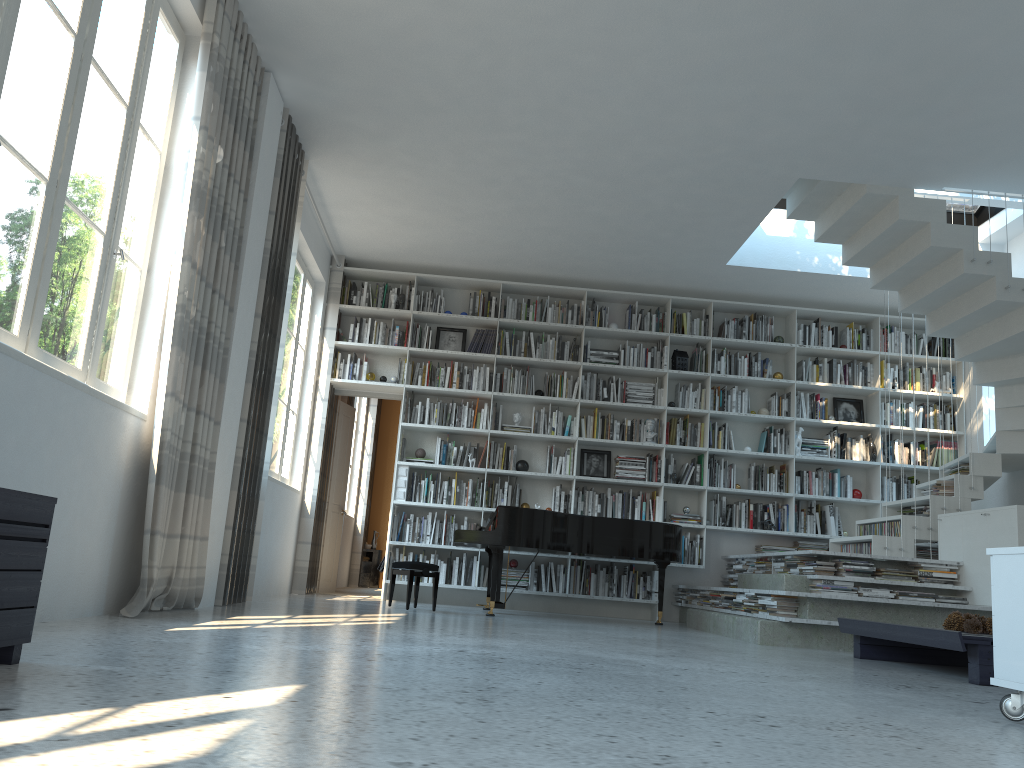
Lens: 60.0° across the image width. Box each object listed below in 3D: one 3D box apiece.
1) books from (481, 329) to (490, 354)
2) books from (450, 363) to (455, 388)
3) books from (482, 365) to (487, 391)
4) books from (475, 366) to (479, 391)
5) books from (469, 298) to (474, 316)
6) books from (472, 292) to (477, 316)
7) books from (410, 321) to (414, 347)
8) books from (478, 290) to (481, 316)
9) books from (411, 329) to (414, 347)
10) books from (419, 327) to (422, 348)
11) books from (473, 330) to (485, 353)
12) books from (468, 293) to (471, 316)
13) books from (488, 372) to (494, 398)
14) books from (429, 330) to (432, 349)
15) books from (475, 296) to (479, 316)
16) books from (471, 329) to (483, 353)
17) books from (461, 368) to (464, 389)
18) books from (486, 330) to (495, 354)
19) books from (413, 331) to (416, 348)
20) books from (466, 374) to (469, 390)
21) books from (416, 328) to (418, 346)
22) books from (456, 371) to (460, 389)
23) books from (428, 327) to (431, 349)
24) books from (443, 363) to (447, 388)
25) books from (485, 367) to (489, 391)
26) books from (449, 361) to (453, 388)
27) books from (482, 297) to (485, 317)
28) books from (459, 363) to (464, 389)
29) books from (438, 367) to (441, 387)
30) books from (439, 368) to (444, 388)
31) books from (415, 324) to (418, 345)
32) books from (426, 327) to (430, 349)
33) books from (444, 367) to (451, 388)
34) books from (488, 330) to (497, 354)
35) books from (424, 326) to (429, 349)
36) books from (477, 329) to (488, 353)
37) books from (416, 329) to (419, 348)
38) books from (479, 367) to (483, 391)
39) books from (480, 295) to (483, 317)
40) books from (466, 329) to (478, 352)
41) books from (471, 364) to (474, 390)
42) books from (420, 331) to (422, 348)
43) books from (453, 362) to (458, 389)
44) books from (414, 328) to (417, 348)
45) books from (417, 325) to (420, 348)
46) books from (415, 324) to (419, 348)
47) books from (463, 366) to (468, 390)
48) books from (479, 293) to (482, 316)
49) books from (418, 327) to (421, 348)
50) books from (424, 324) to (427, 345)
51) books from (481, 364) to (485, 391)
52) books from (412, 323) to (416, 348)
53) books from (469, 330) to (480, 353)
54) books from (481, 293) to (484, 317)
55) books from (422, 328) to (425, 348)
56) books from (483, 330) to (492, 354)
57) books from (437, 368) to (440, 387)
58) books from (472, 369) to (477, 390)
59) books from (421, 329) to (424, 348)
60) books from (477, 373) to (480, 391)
[{"bbox_3d":[-0.268,-0.384,8.784,0.078,0.285,0.174,5,-12,-2],"label":"books"},{"bbox_3d":[-0.582,-0.049,8.673,0.023,0.270,0.187,5,-12,-2],"label":"books"},{"bbox_3d":[-0.271,-0.030,8.693,0.022,0.288,0.169,5,-12,-2],"label":"books"},{"bbox_3d":[-0.343,-0.024,8.683,0.022,0.262,0.175,5,-12,-2],"label":"books"},{"bbox_3d":[-0.406,-0.725,8.832,0.028,0.218,0.153,5,-12,-2],"label":"books"},{"bbox_3d":[-0.377,-0.754,8.834,0.024,0.279,0.188,5,-12,-2],"label":"books"},{"bbox_3d":[-0.982,-0.453,8.734,0.005,0.292,0.184,5,-12,-2],"label":"books"},{"bbox_3d":[-0.330,-0.765,8.864,0.014,0.320,0.137,5,-12,-2],"label":"books"},{"bbox_3d":[-0.980,-0.416,8.761,0.006,0.232,0.136,5,-12,-2],"label":"books"},{"bbox_3d":[-0.902,-0.425,8.724,0.004,0.245,0.189,5,-12,-2],"label":"books"},{"bbox_3d":[-0.331,-0.384,8.781,0.110,0.279,0.174,5,-12,-2],"label":"books"},{"bbox_3d":[-0.424,-0.753,8.849,0.013,0.277,0.151,5,-12,-2],"label":"books"},{"bbox_3d":[-0.207,0.012,8.659,0.039,0.202,0.236,5,-12,-2],"label":"books"},{"bbox_3d":[-0.803,-0.400,8.729,0.012,0.213,0.186,5,-12,-2],"label":"books"},{"bbox_3d":[-0.352,-0.737,8.831,0.028,0.248,0.156,5,-12,-2],"label":"books"},{"bbox_3d":[-0.353,-0.389,8.762,0.110,0.279,0.174,5,-12,-2],"label":"books"},{"bbox_3d":[-0.482,-0.020,8.680,0.013,0.232,0.172,5,-12,-2],"label":"books"},{"bbox_3d":[-0.223,-0.380,8.786,0.078,0.285,0.174,5,-12,-2],"label":"books"},{"bbox_3d":[-0.961,-0.405,8.740,0.015,0.206,0.172,5,-12,-2],"label":"books"},{"bbox_3d":[-0.439,0.009,8.689,0.022,0.185,0.137,5,-12,-2],"label":"books"},{"bbox_3d":[-0.932,-0.417,8.730,0.009,0.228,0.185,5,-12,-2],"label":"books"},{"bbox_3d":[-0.528,-0.009,8.659,0.029,0.195,0.192,5,-12,-2],"label":"books"},{"bbox_3d":[-0.814,-0.419,8.740,0.012,0.254,0.167,5,-12,-2],"label":"books"},{"bbox_3d":[-0.661,-0.054,8.681,0.014,0.272,0.181,5,-12,-2],"label":"books"},{"bbox_3d":[-0.243,-0.016,8.689,0.035,0.263,0.178,5,-12,-2],"label":"books"},{"bbox_3d":[-0.600,-0.063,8.694,0.014,0.303,0.152,5,-12,-2],"label":"books"},{"bbox_3d":[-0.286,-0.728,8.862,0.013,0.254,0.129,5,-12,-2],"label":"books"},{"bbox_3d":[-0.499,-0.045,8.695,0.025,0.285,0.161,5,-12,-2],"label":"books"},{"bbox_3d":[-0.706,-0.036,8.677,0.011,0.228,0.170,5,-12,-2],"label":"books"},{"bbox_3d":[-0.685,-0.030,8.670,0.031,0.216,0.173,5,-12,-2],"label":"books"},{"bbox_3d":[-0.943,-0.440,8.747,0.005,0.277,0.147,5,-12,-2],"label":"books"},{"bbox_3d":[-0.826,-0.418,8.741,0.011,0.249,0.168,5,-12,-2],"label":"books"},{"bbox_3d":[-0.632,-0.034,8.683,0.047,0.237,0.163,5,-12,-2],"label":"books"},{"bbox_3d":[-0.199,-0.381,8.773,0.078,0.285,0.174,5,-12,-2],"label":"books"},{"bbox_3d":[-0.842,-0.425,8.732,0.023,0.257,0.183,5,-12,-2],"label":"books"},{"bbox_3d":[-0.300,-0.388,8.763,0.097,0.282,0.174,5,-12,-2],"label":"books"},{"bbox_3d":[-0.926,-0.412,8.719,0.004,0.213,0.187,5,-12,-2],"label":"books"},{"bbox_3d":[-0.307,-0.018,8.706,0.024,0.265,0.155,5,-12,-2],"label":"books"},{"bbox_3d":[-0.306,-0.740,8.833,0.010,0.263,0.157,5,-12,-2],"label":"books"},{"bbox_3d":[-0.399,-0.391,8.769,0.110,0.279,0.174,5,-12,-2],"label":"books"},{"bbox_3d":[-0.390,-0.036,8.687,0.012,0.280,0.188,5,-12,-2],"label":"books"},{"bbox_3d":[-0.897,-0.401,8.761,0.012,0.214,0.132,5,-12,-2],"label":"books"},{"bbox_3d":[-0.554,-0.055,8.670,0.030,0.285,0.185,5,-12,-2],"label":"books"},{"bbox_3d":[-0.950,-0.421,8.744,0.005,0.237,0.154,5,-12,-2],"label":"books"},{"bbox_3d":[-0.918,-0.431,8.737,0.009,0.259,0.184,5,-12,-2],"label":"books"},{"bbox_3d":[-0.938,-0.444,8.751,0.006,0.288,0.144,5,-12,-2],"label":"books"},{"bbox_3d":[-0.461,-0.029,8.697,0.029,0.260,0.158,5,-12,-2],"label":"books"},{"bbox_3d":[-0.317,-0.748,8.846,0.013,0.283,0.167,5,-12,-2],"label":"books"},{"bbox_3d":[-0.910,-0.423,8.745,0.010,0.249,0.166,5,-12,-2],"label":"books"},{"bbox_3d":[-0.855,-0.435,8.743,0.005,0.280,0.191,5,-12,-2],"label":"books"},{"bbox_3d":[-0.287,-0.035,8.680,0.012,0.290,0.182,5,-12,-2],"label":"books"},{"bbox_3d":[-0.969,-0.446,8.744,0.006,0.286,0.148,5,-12,-2],"label":"books"},{"bbox_3d":[-0.376,-0.387,8.779,0.110,0.279,0.174,5,-12,-2],"label":"books"},{"bbox_3d":[-0.295,-0.745,8.835,0.011,0.274,0.184,5,-12,-2],"label":"books"},{"bbox_3d":[-0.868,-0.418,8.741,0.019,0.243,0.153,5,-12,-2],"label":"books"},{"bbox_3d":[-0.246,-0.381,8.789,0.078,0.285,0.174,5,-12,-2],"label":"books"},{"bbox_3d":[-0.719,-0.033,8.669,0.014,0.217,0.164,5,-12,-2],"label":"books"},{"bbox_3d":[-0.370,-0.011,8.679,0.030,0.230,0.172,5,-12,-2],"label":"books"},{"bbox_3d":[-0.880,-0.409,8.727,0.018,0.218,0.187,5,-12,-2],"label":"books"},{"bbox_3d":[-0.328,0.008,8.690,0.013,0.206,0.172,5,-12,-2],"label":"books"}]
